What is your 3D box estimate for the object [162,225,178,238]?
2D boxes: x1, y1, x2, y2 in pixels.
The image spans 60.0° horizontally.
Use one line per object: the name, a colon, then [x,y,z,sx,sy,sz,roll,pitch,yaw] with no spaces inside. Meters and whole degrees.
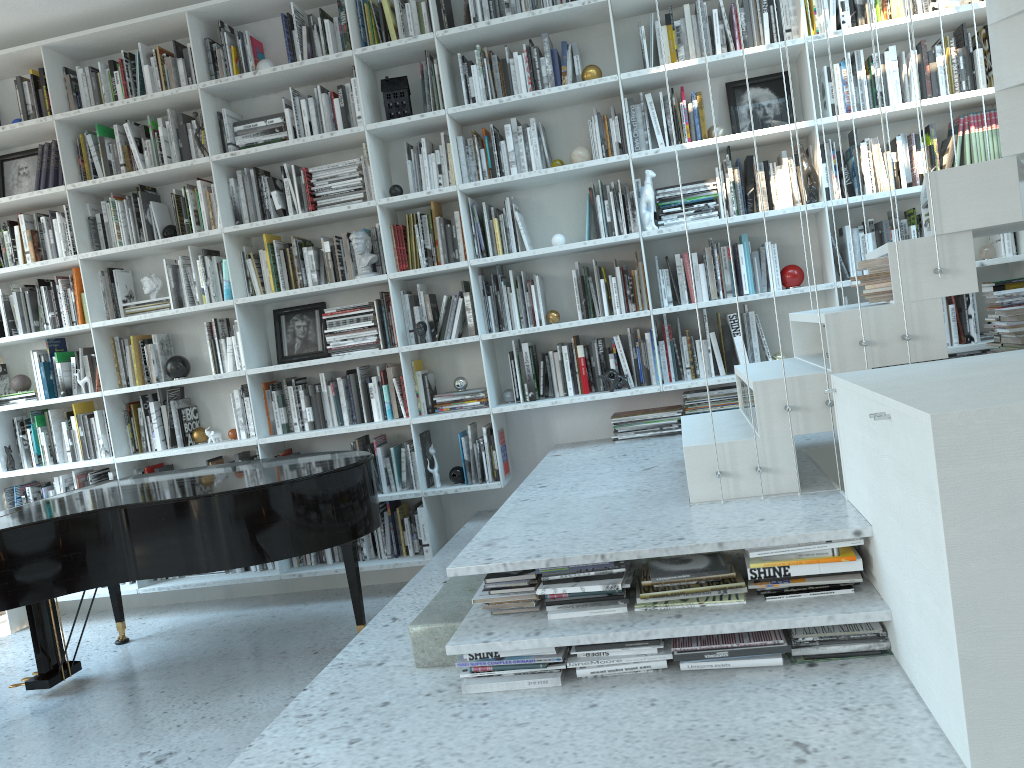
object: [-1.836,-0.811,4.788,0.097,0.098,0.097,-10,4,-30]

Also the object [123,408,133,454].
object: [-2.110,0.256,4.983,0.012,0.254,0.160,-8,4,11]

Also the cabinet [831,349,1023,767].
cabinet: [1.101,0.310,1.999,0.551,0.668,0.992,-8,3,11]

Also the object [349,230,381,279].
object: [-0.750,-0.656,4.504,0.137,0.244,0.138,-10,4,-24]

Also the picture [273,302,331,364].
picture: [-1.140,-0.275,4.804,0.300,0.300,0.077,-8,4,11]

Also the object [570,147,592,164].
object: [0.342,-1.118,4.394,0.111,0.113,0.111,-9,4,-11]

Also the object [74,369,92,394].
object: [-2.338,-0.015,4.832,0.081,0.140,0.044,-9,4,-5]

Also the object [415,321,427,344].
object: [-0.453,-0.260,4.462,0.054,0.113,0.079,-8,4,10]

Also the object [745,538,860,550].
object: [0.758,0.391,2.363,0.284,0.030,0.176,-8,3,11]

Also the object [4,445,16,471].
object: [-2.823,0.417,4.982,0.045,0.147,0.045,-12,5,-40]

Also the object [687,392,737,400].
object: [0.996,0.051,4.399,0.254,0.006,0.160,-8,3,11]

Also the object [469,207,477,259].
object: [-0.180,-0.763,4.546,0.013,0.284,0.135,-8,4,11]

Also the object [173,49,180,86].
object: [-1.741,-1.641,4.735,0.010,0.247,0.157,-8,4,11]

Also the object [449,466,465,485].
object: [-0.276,0.467,4.545,0.093,0.095,0.093,-10,4,-30]

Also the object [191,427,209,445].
object: [-1.723,0.285,4.900,0.091,0.092,0.091,-9,4,-11]

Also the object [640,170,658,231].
object: [0.645,-0.866,4.201,0.075,0.288,0.087,-12,5,-44]

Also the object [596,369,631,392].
object: [0.490,-0.018,4.304,0.160,0.114,0.064,-8,4,-2]

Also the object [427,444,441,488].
object: [-0.401,0.419,4.540,0.053,0.225,0.046,-7,4,23]

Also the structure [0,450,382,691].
structure: [-1.512,0.862,3.786,1.919,0.833,1.333,-8,3,11]

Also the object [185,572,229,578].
object: [-1.675,1.050,4.972,0.254,0.007,0.160,-8,3,14]

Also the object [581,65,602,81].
object: [0.384,-1.484,4.269,0.100,0.102,0.100,-9,4,-11]

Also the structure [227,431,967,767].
structure: [0.838,0.652,3.029,2.900,0.660,3.109,-8,3,11]

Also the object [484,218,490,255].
object: [-0.106,-0.735,4.519,0.013,0.208,0.139,-8,4,11]

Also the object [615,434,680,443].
object: [0.689,0.259,4.462,0.346,0.007,0.193,-8,3,6]

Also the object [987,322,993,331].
object: [2.256,-0.286,4.134,0.071,0.072,0.071,-10,4,-30]

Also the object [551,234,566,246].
object: [0.232,-0.710,4.406,0.071,0.072,0.071,-10,4,-30]

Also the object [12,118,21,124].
object: [-2.718,-1.423,4.898,0.082,0.083,0.082,-9,4,-11]

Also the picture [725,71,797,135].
picture: [1.202,-1.335,4.278,0.300,0.300,0.077,-8,4,11]

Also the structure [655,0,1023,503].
structure: [0.656,-1.010,2.516,2.614,3.385,1.952,-8,4,11]

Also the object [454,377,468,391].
object: [-0.261,-0.002,4.513,0.071,0.072,0.071,-10,4,-30]

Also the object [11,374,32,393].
object: [-2.800,-0.002,5.059,0.105,0.106,0.105,-9,4,-11]

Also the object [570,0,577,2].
object: [0.329,-1.848,4.239,0.104,0.105,0.104,-10,4,-30]

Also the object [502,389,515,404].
object: [-0.013,0.062,4.554,0.071,0.072,0.071,-10,4,-30]

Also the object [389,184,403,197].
object: [-0.586,-0.971,4.480,0.071,0.072,0.071,-10,4,-30]

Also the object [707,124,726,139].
object: [0.978,-1.194,4.243,0.091,0.093,0.091,-10,4,-30]

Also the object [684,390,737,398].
object: [0.994,0.040,4.399,0.285,0.005,0.159,-8,3,11]

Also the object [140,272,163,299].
object: [-1.980,-0.538,4.880,0.095,0.157,0.121,-7,4,25]

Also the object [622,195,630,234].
object: [0.572,-0.828,4.407,0.014,0.208,0.129,-8,4,11]

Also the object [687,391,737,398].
object: [0.995,0.045,4.399,0.254,0.006,0.160,-8,3,11]

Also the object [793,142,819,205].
object: [1.360,-0.965,4.081,0.075,0.288,0.087,-12,5,-44]

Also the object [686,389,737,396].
object: [0.993,0.035,4.396,0.254,0.006,0.160,-8,3,12]

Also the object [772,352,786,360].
object: [1.298,-0.119,4.314,0.071,0.072,0.071,-10,4,-30]

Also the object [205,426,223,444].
object: [-1.618,0.274,4.813,0.060,0.095,0.078,-7,4,28]

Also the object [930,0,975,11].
object: [1.952,-1.715,3.916,0.204,0.137,0.095,-7,4,27]

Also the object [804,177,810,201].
object: [1.392,-0.941,4.218,0.022,0.212,0.178,-8,4,11]

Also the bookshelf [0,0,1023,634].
bookshelf: [-0.782,-0.442,4.607,6.299,3.145,0.330,-8,4,11]

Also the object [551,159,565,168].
object: [0.229,-1.080,4.395,0.068,0.068,0.068,-9,4,-11]

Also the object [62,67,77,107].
object: [-2.380,-1.573,4.860,0.012,0.285,0.159,-8,4,11]

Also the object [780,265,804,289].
object: [1.339,-0.513,4.246,0.115,0.116,0.115,-9,4,-11]

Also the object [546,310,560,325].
object: [0.207,-0.337,4.481,0.071,0.072,0.071,-10,4,-30]

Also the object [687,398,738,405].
object: [0.997,0.078,4.401,0.254,0.006,0.160,-8,3,11]

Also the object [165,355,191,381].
object: [-1.836,-0.089,4.875,0.133,0.135,0.133,-10,4,-30]

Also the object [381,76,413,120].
object: [-0.577,-1.427,4.465,0.135,0.248,0.135,-8,4,1]

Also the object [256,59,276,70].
object: [-1.274,-1.631,4.604,0.105,0.106,0.104,-9,4,-11]

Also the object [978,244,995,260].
object: [2.208,-0.612,4.124,0.071,0.072,0.071,-10,4,-30]

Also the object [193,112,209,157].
object: [-1.612,-1.285,4.599,0.075,0.255,0.075,-9,4,-10]

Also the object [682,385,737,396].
object: [0.991,0.030,4.386,0.285,0.005,0.159,-8,3,16]

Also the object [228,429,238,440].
object: [-1.510,0.273,4.817,0.061,0.062,0.061,-10,4,-30]
